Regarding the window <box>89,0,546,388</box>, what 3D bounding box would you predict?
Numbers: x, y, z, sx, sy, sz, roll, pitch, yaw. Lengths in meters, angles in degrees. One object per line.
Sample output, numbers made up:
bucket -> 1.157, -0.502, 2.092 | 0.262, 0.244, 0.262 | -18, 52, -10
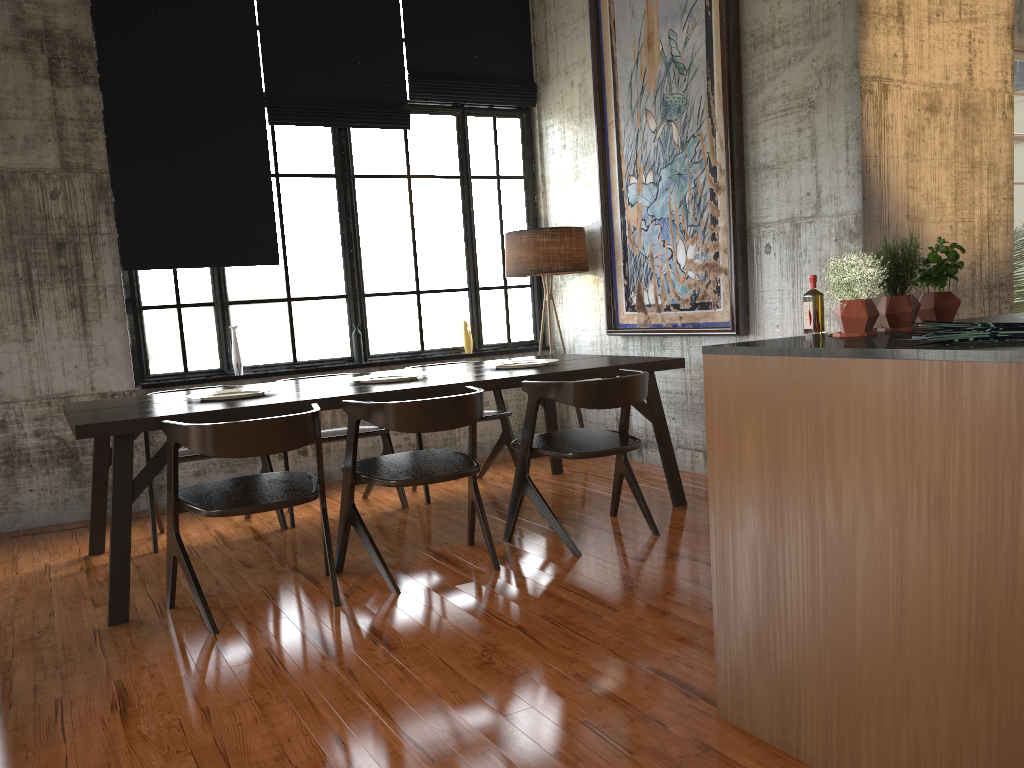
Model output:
window -> -1.435, -1.850, 7.710 | 3.805, 3.448, 0.050 | -7, 8, -28

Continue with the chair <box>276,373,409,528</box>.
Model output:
chair -> -1.316, 0.451, 6.532 | 0.877, 0.997, 0.768 | -7, 7, -27

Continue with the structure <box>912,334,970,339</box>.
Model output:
structure -> 1.798, -0.180, 2.539 | 1.095, 0.019, 0.677 | -7, 6, -28

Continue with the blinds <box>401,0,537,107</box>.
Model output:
blinds -> -0.369, -3.143, 8.068 | 1.294, 1.146, 0.052 | -7, 8, -28

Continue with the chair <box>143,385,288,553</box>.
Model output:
chair -> -2.105, 0.542, 6.110 | 0.877, 0.997, 0.768 | -7, 7, -29

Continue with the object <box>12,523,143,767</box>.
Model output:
object -> 3.373, 0.450, 5.062 | 20.796, 0.660, 8.753 | -7, 6, -28

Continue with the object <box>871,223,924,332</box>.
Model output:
object -> 1.298, -0.366, 3.003 | 0.186, 0.369, 0.196 | -2, 7, 12

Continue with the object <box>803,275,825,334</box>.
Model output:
object -> 1.070, -0.282, 3.144 | 0.056, 0.209, 0.056 | -7, 8, -28

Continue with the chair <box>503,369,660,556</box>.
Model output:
chair -> 0.438, 0.441, 5.352 | 0.876, 0.997, 0.768 | -8, 7, -32

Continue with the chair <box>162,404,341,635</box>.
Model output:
chair -> -1.300, 0.637, 4.471 | 0.877, 0.997, 0.768 | -7, 7, -27

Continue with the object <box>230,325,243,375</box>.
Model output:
object -> -2.268, -0.275, 7.297 | 0.082, 0.412, 0.082 | -1, 7, 22

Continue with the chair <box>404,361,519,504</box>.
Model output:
chair -> -0.429, 0.348, 7.015 | 0.877, 0.997, 0.768 | -7, 7, -28

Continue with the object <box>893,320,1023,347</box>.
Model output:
object -> 1.188, -0.139, 2.261 | 0.391, 0.068, 0.184 | -2, 6, 18

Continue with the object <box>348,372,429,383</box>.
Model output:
object -> -0.797, -0.040, 5.743 | 0.526, 0.025, 0.525 | -6, 5, -18

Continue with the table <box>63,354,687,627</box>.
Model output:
table -> -0.812, 0.473, 5.844 | 3.696, 1.010, 1.635 | -7, 6, -28

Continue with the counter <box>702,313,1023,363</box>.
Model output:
counter -> 2.828, -0.227, 3.355 | 4.355, 0.175, 1.242 | -7, 6, -28

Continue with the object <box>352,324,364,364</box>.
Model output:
object -> -1.355, -0.349, 7.783 | 0.080, 0.353, 0.080 | -3, 7, 3

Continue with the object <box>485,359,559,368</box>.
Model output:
object -> 0.069, -0.140, 6.206 | 0.526, 0.025, 0.525 | -6, 5, -18

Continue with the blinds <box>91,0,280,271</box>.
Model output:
blinds -> -2.557, -2.195, 6.983 | 1.213, 2.543, 0.034 | -7, 8, -28

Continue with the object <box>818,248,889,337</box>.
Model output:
object -> 1.102, -0.299, 2.877 | 0.210, 0.284, 0.220 | -6, 7, -20

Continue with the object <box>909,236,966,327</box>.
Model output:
object -> 1.510, -0.363, 3.126 | 0.172, 0.312, 0.178 | -7, 7, -22

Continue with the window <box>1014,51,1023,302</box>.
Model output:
window -> 7.846, -2.893, 12.635 | 4.275, 3.448, 0.050 | -7, 8, -28

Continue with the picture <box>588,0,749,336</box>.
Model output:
picture -> 1.154, -1.931, 6.845 | 0.141, 3.132, 1.652 | -8, 8, -28

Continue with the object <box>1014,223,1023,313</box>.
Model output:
object -> 3.835, -0.494, 7.223 | 1.512, 2.071, 1.882 | -4, 6, -5

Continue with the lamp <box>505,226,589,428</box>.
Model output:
lamp -> 0.358, -0.340, 8.002 | 0.752, 2.064, 0.750 | -6, 7, -16

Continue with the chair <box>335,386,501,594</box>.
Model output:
chair -> -0.510, 0.546, 4.893 | 0.877, 0.997, 0.768 | -7, 7, -29

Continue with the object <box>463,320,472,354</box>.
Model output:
object -> -0.416, -0.443, 8.282 | 0.073, 0.320, 0.074 | -1, 8, 24

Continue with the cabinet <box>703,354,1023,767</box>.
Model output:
cabinet -> 2.866, 0.330, 3.424 | 4.353, 1.248, 1.242 | -7, 7, -28

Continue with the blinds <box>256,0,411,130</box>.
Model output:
blinds -> -1.492, -2.885, 7.479 | 1.252, 1.403, 0.051 | -7, 8, -28

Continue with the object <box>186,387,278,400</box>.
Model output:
object -> -1.664, 0.060, 5.281 | 0.526, 0.025, 0.525 | -6, 5, -18
